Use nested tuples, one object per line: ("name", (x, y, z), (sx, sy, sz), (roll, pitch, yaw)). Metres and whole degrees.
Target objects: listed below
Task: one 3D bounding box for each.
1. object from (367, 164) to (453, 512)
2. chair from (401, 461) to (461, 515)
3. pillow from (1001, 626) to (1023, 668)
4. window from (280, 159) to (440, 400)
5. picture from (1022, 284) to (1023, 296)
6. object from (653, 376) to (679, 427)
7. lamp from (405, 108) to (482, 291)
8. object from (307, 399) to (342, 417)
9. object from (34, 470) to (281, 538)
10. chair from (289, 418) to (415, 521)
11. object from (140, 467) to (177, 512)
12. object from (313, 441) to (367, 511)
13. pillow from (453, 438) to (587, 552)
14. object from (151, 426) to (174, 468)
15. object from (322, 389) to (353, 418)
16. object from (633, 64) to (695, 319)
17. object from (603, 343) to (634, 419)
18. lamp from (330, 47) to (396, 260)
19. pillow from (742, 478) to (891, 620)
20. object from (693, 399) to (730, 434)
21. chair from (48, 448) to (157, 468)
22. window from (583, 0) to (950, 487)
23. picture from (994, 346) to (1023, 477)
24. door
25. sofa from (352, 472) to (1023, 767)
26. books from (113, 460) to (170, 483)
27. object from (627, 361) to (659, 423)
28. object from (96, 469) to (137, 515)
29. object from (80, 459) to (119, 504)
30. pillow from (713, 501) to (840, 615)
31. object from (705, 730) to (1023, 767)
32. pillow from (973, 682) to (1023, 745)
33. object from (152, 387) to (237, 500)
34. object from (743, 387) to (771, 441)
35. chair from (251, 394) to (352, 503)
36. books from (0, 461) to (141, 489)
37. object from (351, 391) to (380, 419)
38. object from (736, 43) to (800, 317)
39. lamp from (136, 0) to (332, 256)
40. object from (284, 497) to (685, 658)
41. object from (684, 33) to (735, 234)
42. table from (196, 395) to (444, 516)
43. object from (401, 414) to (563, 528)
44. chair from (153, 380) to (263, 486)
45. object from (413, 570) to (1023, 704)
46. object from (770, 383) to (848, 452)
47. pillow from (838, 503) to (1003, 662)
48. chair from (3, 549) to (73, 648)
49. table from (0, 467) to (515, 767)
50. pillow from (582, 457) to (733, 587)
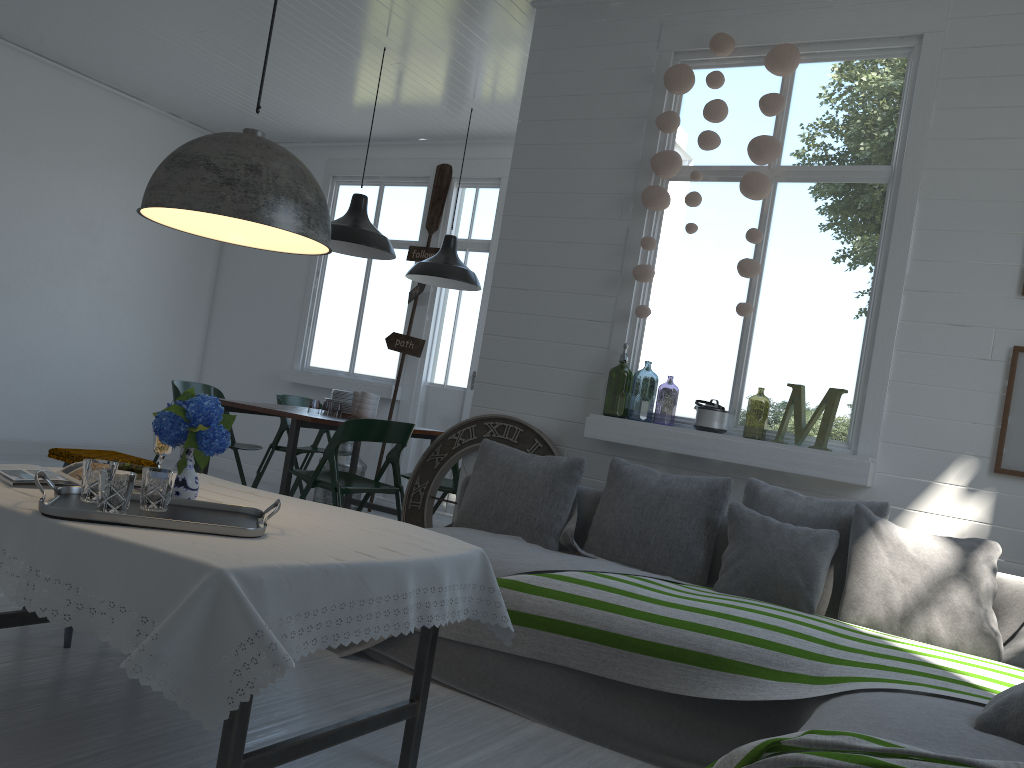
("object", (-0.977, -0.468, 8.470), (0.362, 3.420, 0.412), (10, -1, -27))
("chair", (-0.464, 0.809, 6.493), (0.730, 1.006, 0.652), (9, -1, 11))
("pillow", (2.156, 0.844, 3.185), (0.395, 0.561, 0.638), (10, -1, -20))
("window", (-1.539, -1.117, 9.017), (1.480, 2.398, 0.254), (9, -1, 30))
("picture", (2.588, -0.654, 3.870), (0.555, 0.580, 0.036), (9, -1, 30))
("object", (0.830, 0.090, 4.749), (0.111, 0.270, 0.110), (10, -1, -41))
("lamp", (-0.456, -1.587, 7.463), (0.650, 1.499, 0.650), (10, -1, -14))
("object", (-1.343, 0.176, 6.418), (0.172, 0.098, 0.241), (8, -2, 34))
("object", (-0.993, 0.334, 2.512), (0.652, 0.092, 0.398), (10, -2, -17))
("chair", (-1.015, 0.691, 5.539), (0.729, 1.006, 0.652), (9, -1, 31))
("object", (-1.027, 0.306, 2.563), (0.095, 0.119, 0.096), (9, -1, 15))
("object", (-1.598, 0.810, 8.340), (0.450, 0.725, 0.451), (9, -1, 11))
("pillow", (0.026, 0.580, 4.575), (0.638, 0.521, 0.279), (9, -1, 30))
("object", (-1.225, 0.247, 3.102), (0.098, 0.191, 0.098), (10, -1, -39))
("object", (-1.273, 0.148, 6.686), (0.300, 0.195, 0.305), (10, -1, -23))
("object", (0.816, -1.050, 4.868), (0.194, 1.404, 0.197), (9, -1, -9))
("object", (0.597, -0.020, 4.882), (0.136, 0.415, 0.136), (9, -1, 28))
("lamp", (-1.044, -1.714, 6.446), (0.649, 1.499, 0.651), (9, -1, 27))
("pillow", (1.283, 0.741, 3.924), (0.638, 0.561, 0.279), (9, -1, 31))
("object", (1.041, 0.167, 4.639), (0.186, 0.174, 0.208), (9, -1, 11))
("chair", (-2.338, 0.672, 4.980), (0.419, 0.562, 0.420), (9, -1, 31))
("window", (1.278, -0.785, 4.619), (1.480, 2.398, 0.254), (9, -1, 30))
("picture", (2.456, 0.149, 3.861), (0.555, 0.580, 0.036), (9, -1, 30))
("door", (-0.314, -0.384, 8.224), (1.608, 3.479, 0.254), (9, -1, 30))
("sofa", (0.334, 0.924, 2.727), (3.390, 0.899, 3.412), (8, -2, 30))
("books", (-1.333, 0.318, 3.156), (0.300, 0.043, 0.229), (9, -2, 4))
("object", (0.718, 0.041, 4.827), (0.137, 0.335, 0.138), (9, -1, 38))
("object", (-1.069, 0.294, 2.389), (0.096, 0.119, 0.095), (10, -1, -35))
("object", (-1.186, 0.279, 2.540), (0.096, 0.119, 0.095), (10, -1, -35))
("pillow", (1.143, 0.772, 3.841), (0.278, 0.445, 0.527), (10, -2, -45))
("object", (0.785, 0.956, 2.153), (0.623, 0.833, 1.579), (10, -2, -35))
("pillow", (1.504, 0.761, 2.314), (0.381, 0.463, 0.416), (10, -2, -45))
("object", (-1.004, 0.197, 2.782), (0.236, 0.377, 0.266), (9, -1, 33))
("object", (1.249, 0.152, 4.511), (0.111, 0.270, 0.110), (10, -1, -41))
("chair", (-1.750, 0.630, 7.562), (0.729, 1.006, 0.652), (9, -1, 21))
("books", (-1.420, 0.289, 2.860), (0.423, 0.049, 0.300), (11, -2, -45))
("object", (-1.065, 0.163, 6.401), (0.150, 0.216, 0.309), (10, -1, -27))
("object", (1.290, -1.052, 4.598), (0.200, 1.426, 0.197), (9, -1, 41))
("lamp", (-0.710, -1.489, 2.839), (0.601, 2.044, 0.601), (9, -1, 1))
("object", (-0.217, 0.885, 4.253), (1.686, 0.924, 1.211), (10, -1, -19))
("object", (1.058, -1.337, 4.758), (0.153, 1.088, 0.150), (10, -1, -24))
("table", (-1.391, 0.681, 6.525), (1.169, 0.929, 1.697), (9, -2, 28))
("object", (-0.184, 0.732, 5.122), (1.110, 1.138, 0.585), (9, -1, 16))
("chair", (-2.285, 0.515, 6.635), (0.730, 1.006, 0.652), (9, -1, 11))
("object", (0.650, 1.075, 3.611), (3.160, 0.473, 1.045), (8, -2, 31))
("object", (1.464, 0.164, 4.380), (0.330, 0.311, 0.052), (8, -1, 41))
("pillow", (1.686, 0.803, 3.617), (0.615, 0.526, 0.345), (9, -1, 29))
("chair", (-1.842, 0.712, 3.587), (0.419, 0.562, 0.419), (9, -1, 1))
("table", (-1.019, 0.741, 2.797), (1.668, 0.725, 1.329), (8, -2, 32))
("pillow", (0.694, 0.653, 4.287), (0.640, 0.520, 0.281), (9, -1, 31))
